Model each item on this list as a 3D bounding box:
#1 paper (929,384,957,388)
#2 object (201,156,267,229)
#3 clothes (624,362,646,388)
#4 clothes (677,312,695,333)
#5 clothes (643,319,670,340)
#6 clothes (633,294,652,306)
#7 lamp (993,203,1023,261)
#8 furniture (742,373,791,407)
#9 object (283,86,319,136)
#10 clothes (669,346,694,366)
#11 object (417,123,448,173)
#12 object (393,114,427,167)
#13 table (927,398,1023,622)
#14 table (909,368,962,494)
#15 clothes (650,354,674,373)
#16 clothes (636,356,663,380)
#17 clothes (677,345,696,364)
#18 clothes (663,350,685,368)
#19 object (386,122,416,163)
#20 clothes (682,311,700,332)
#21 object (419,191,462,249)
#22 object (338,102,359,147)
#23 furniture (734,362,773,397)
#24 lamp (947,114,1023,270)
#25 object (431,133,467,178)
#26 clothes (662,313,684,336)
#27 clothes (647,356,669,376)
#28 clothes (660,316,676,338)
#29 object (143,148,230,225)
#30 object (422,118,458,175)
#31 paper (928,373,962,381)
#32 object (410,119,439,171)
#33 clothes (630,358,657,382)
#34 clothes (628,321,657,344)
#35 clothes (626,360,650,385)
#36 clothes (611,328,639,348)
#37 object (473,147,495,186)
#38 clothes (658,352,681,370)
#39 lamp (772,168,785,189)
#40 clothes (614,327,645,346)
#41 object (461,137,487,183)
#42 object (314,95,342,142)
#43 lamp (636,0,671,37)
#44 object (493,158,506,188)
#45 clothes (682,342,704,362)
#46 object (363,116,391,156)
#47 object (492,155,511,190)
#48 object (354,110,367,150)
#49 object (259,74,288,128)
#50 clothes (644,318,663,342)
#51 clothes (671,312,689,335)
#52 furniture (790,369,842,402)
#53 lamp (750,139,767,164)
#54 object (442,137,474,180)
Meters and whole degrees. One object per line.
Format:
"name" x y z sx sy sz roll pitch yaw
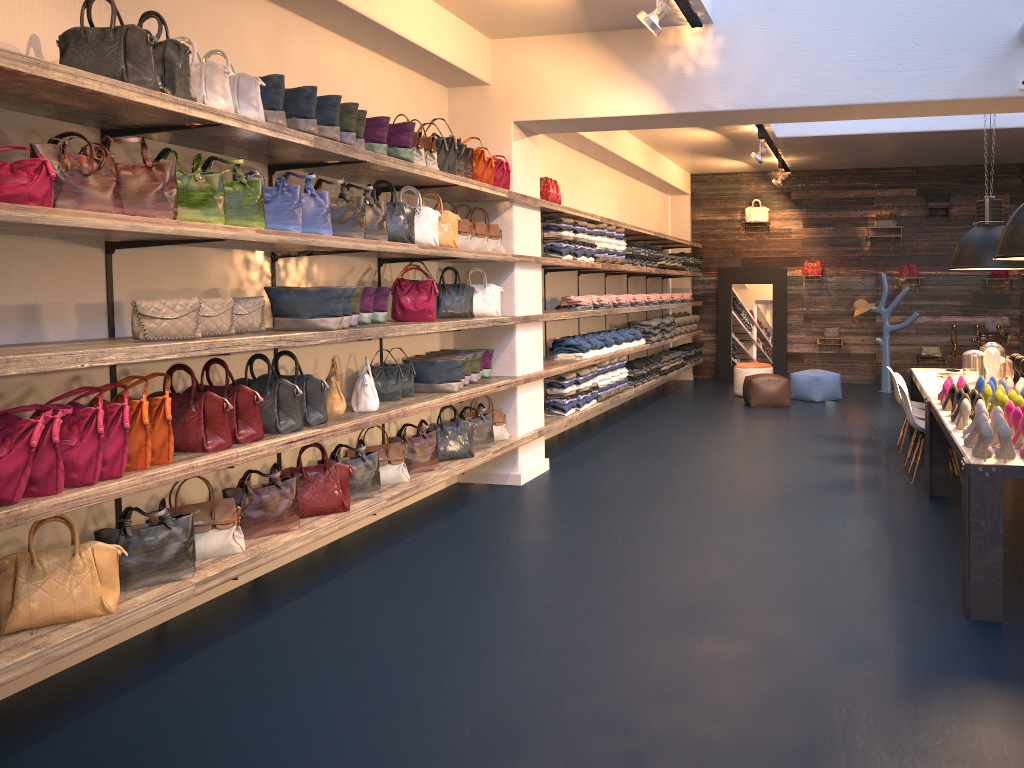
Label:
"paper" 3.855 0.010 7.333 0.781 0.014 0.309 -4 7 -32
"object" -1.289 -0.865 3.939 0.407 0.338 0.200 -4 5 -35
"clothes" 1.408 -0.113 10.434 0.351 0.298 0.345 1 5 21
"clothes" 2.714 -0.984 13.820 0.317 0.341 0.418 2 5 25
"clothes" 1.985 -0.750 11.915 0.367 0.302 0.359 0 5 6
"clothes" 1.657 -1.097 11.316 0.309 0.154 0.366 1 6 13
"lamp" 3.109 -1.539 4.936 0.685 1.642 0.717 0 3 10
"furniture" 3.439 0.068 11.727 0.648 0.421 0.651 0 5 2
"object" -1.126 -1.337 4.275 0.398 0.231 0.187 1 4 18
"clothes" 2.613 -0.440 13.429 0.351 0.298 0.345 1 5 21
"object" -0.559 -1.546 5.709 0.284 0.351 0.140 0 3 12
"object" -0.693 -1.507 5.378 0.330 0.334 0.176 2 4 28
"table" 3.204 0.622 5.169 1.178 0.738 2.668 2 6 20
"table" 4.203 0.351 7.652 1.178 0.738 2.668 2 6 20
"clothes" 2.076 -0.292 12.281 0.400 0.250 0.362 1 5 15
"clothes" 1.783 -0.217 11.394 0.331 0.298 0.326 2 5 25
"clothes" 2.731 -0.475 13.750 0.359 0.298 0.328 0 5 7
"clothes" 2.395 -0.379 13.074 0.400 0.250 0.362 1 5 15
"object" -0.758 -1.432 5.176 0.397 0.235 0.187 1 4 18
"clothes" 2.887 -1.031 14.251 0.317 0.341 0.418 2 5 25
"object" -0.534 -1.097 5.812 0.461 0.385 0.178 -4 4 -35
"object" -1.008 -1.373 4.631 0.405 0.235 0.184 1 4 11
"furniture" 3.532 -0.067 12.701 0.551 0.479 0.612 1 5 21
"lamp" 4.171 -1.828 7.583 0.758 1.642 0.644 -3 4 -36
"object" -0.489 -1.583 6.034 0.314 0.337 0.265 -3 5 -30
"clothes" 2.367 -0.890 12.959 0.317 0.341 0.418 2 5 25
"clothes" 1.919 -0.250 11.895 0.388 0.250 0.372 2 6 28
"clothes" 2.124 -0.798 12.286 0.384 0.316 0.365 0 5 5
"object" -1.390 -0.828 3.675 0.407 0.321 0.182 -3 4 -33
"object" -0.504 -1.589 5.843 0.284 0.409 0.140 0 3 12
"paper" 4.069 -0.072 8.080 0.312 0.014 0.773 3 7 29
"object" -0.628 -1.524 5.540 0.330 0.334 0.176 2 4 28
"clothes" 1.654 -0.182 11.074 0.337 0.298 0.321 1 5 18
"clothes" 1.675 -0.666 11.144 0.367 0.302 0.359 0 5 6
"clothes" 1.526 -0.148 10.755 0.359 0.298 0.328 0 5 7
"clothes" 1.248 -0.544 10.348 0.393 0.240 0.463 3 6 34
"object" -0.272 -1.621 6.483 0.269 0.329 0.213 -2 4 -24
"clothes" 2.238 -0.337 12.688 0.388 0.250 0.372 2 6 28
"lamp" 4.056 -3.117 13.201 0.194 0.326 0.224 -2 4 -27
"clothes" 1.407 -0.587 10.740 0.406 0.240 0.450 1 6 18
"object" -0.324 -1.633 6.352 0.269 0.384 0.213 -2 4 -24
"object" -1.059 -1.355 4.443 0.408 0.231 0.183 1 4 8
"lamp" 0.869 -2.250 5.268 0.251 0.327 0.174 -1 3 -14
"object" -0.177 -1.608 6.638 0.321 0.283 0.241 -4 5 -35
"clothes" 2.922 -0.528 14.234 0.347 0.298 0.683 2 6 22
"object" -0.892 -1.412 4.995 0.405 0.235 0.184 1 4 11
"object" -0.149 -1.638 6.741 0.262 0.309 0.206 -2 4 -20
"object" -0.991 -1.395 4.832 0.400 0.235 0.186 1 4 16
"object" -1.201 -1.322 4.090 0.311 0.244 0.198 3 5 37
"clothes" 1.814 -0.714 11.516 0.384 0.316 0.365 0 5 5
"clothes" 2.540 -0.937 13.389 0.317 0.341 0.418 2 5 25
"furniture" 4.296 0.005 12.292 0.701 0.421 0.599 -4 6 -33
"lamp" 3.020 -2.835 10.626 0.194 0.326 0.224 -2 4 -27
"object" -0.434 -1.605 6.226 0.354 0.338 0.230 2 4 24
